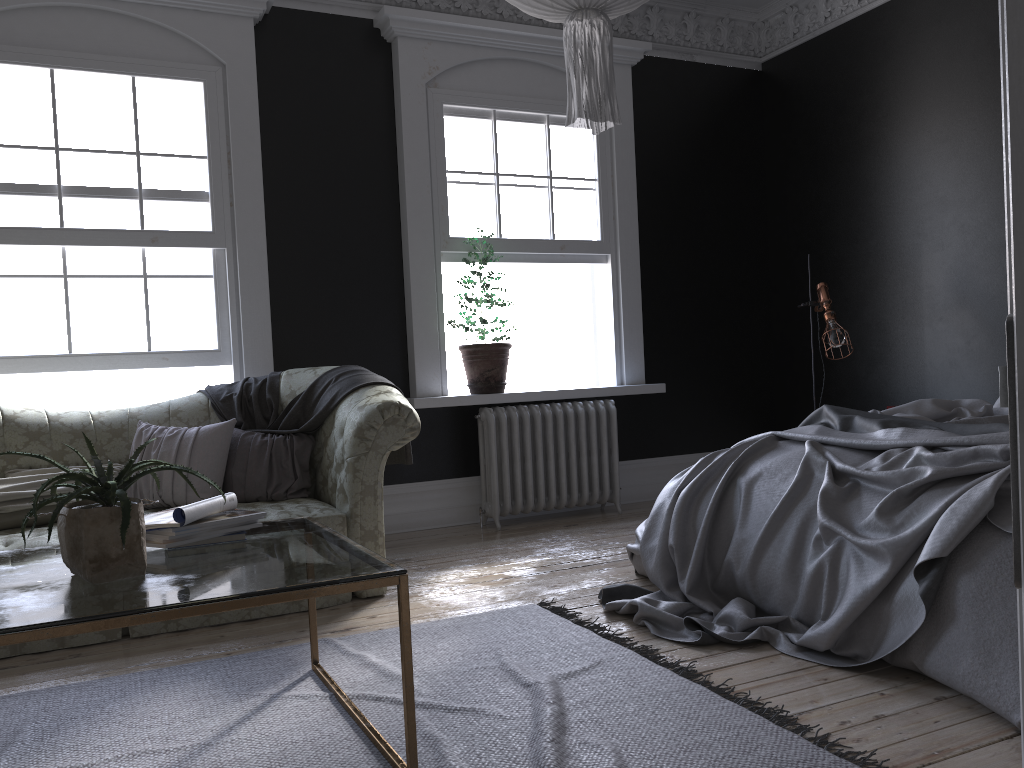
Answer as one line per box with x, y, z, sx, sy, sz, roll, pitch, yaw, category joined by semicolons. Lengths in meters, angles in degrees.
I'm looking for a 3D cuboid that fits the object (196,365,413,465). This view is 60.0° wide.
-1.186;0.201;4.938;1.367;0.585;0.516;-2;1;24;object

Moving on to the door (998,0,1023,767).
0.878;-0.195;0.542;0.216;2.375;1.098;-4;2;-38;door

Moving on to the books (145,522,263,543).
-0.990;0.455;2.782;0.318;0.011;0.252;-4;1;-44;books

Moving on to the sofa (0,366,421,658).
-1.994;0.535;4.440;2.811;1.161;1.606;-3;1;-25;sofa

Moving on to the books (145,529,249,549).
-1.024;0.468;2.756;0.252;0.011;0.318;-2;1;31;books

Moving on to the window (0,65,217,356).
-2.402;-0.993;5.196;1.262;1.673;0.056;-4;2;-26;window

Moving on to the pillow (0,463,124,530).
-2.401;0.470;4.166;1.105;0.416;0.529;-3;1;-26;pillow

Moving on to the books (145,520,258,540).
-1.004;0.445;2.773;0.252;0.011;0.318;-2;1;36;books

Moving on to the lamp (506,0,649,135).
0.220;-1.876;2.963;0.784;2.050;0.781;-2;2;18;lamp

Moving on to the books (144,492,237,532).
-1.046;0.413;2.734;0.273;0.109;0.322;-3;1;9;books

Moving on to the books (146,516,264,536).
-0.985;0.434;2.774;0.252;0.011;0.318;-2;1;36;books

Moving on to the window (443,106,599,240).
0.078;-1.459;6.384;1.262;1.017;0.056;-3;2;-26;window

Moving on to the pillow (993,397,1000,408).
3.147;0.001;4.408;0.680;0.760;1.830;-3;1;-26;pillow

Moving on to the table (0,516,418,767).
-1.137;0.788;2.423;1.448;0.558;1.092;-3;1;-26;table

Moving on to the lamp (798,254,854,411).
2.202;-0.037;6.548;0.437;1.780;1.717;-2;1;13;lamp

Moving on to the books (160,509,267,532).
-0.978;0.423;2.777;0.252;0.011;0.318;-2;1;41;books

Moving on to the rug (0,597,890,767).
-1.016;1.050;2.316;3.643;0.050;2.106;-3;1;-25;rug

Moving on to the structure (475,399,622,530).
0.276;0.557;6.261;1.140;0.849;0.276;-3;2;-26;structure

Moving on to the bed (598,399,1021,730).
2.131;0.242;3.986;3.281;1.299;2.766;-3;1;-37;bed

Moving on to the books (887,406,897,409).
2.536;0.161;5.522;0.275;0.045;0.346;-3;1;4;books

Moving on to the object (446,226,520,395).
-0.198;-0.498;6.095;0.474;1.134;0.505;-2;2;14;object

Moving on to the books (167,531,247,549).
-0.966;0.481;2.789;0.231;0.023;0.162;-3;1;-25;books

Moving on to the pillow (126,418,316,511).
-1.512;0.400;4.617;0.963;0.462;0.405;-3;1;-18;pillow
